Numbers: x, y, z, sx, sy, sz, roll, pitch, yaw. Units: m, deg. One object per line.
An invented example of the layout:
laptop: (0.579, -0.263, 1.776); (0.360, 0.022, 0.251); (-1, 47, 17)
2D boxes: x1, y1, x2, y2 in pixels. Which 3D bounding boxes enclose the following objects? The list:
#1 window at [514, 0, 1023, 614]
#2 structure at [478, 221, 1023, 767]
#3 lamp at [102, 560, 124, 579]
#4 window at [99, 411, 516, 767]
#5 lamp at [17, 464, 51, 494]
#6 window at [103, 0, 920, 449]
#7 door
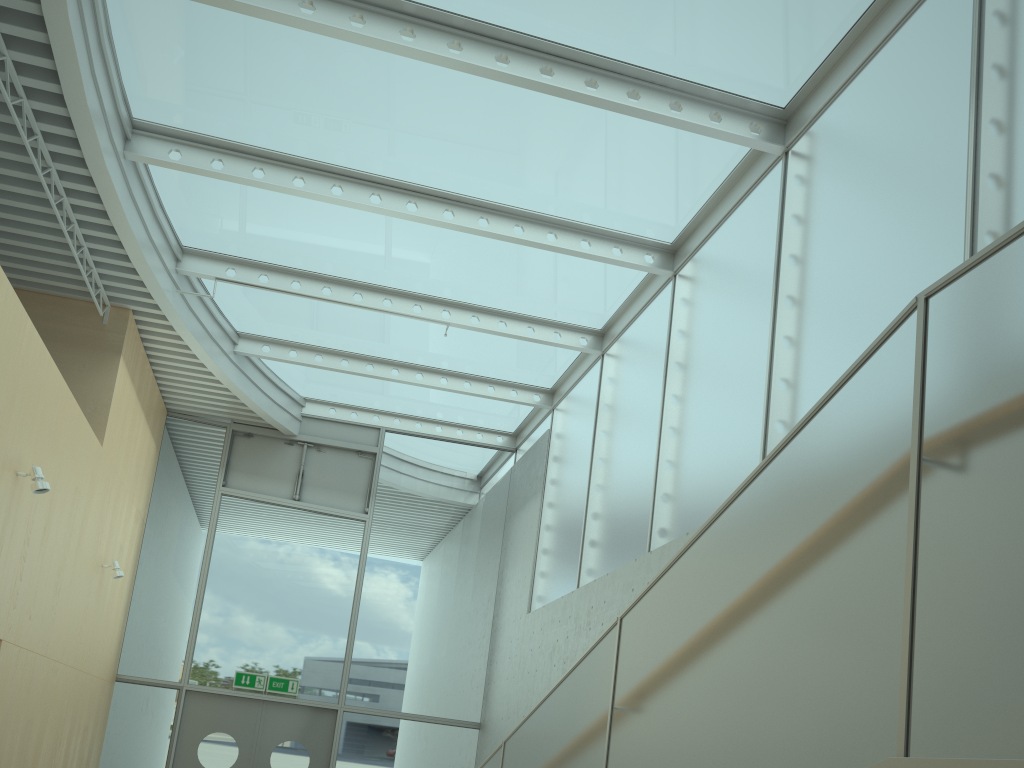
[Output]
window: (1.438, -0.060, 6.888); (0.030, 2.585, 16.645); (9, -24, -12)
structure: (1.932, 0.185, 0.617); (1.908, 3.961, 13.411); (10, -23, -12)
lamp: (-4.163, 1.931, 8.869); (0.241, 0.185, 0.144); (19, -19, -32)
window: (-2.564, 3.332, 11.351); (4.925, 5.958, 0.114); (11, -10, -15)
lamp: (-3.304, 0.653, 5.864); (0.241, 0.185, 0.144); (19, -19, -32)
window: (-0.821, 0.889, 6.090); (4.842, 5.897, 16.831); (10, -23, -12)
door: (-3.350, 5.083, 10.876); (1.949, 1.997, 0.182); (12, -10, -15)
